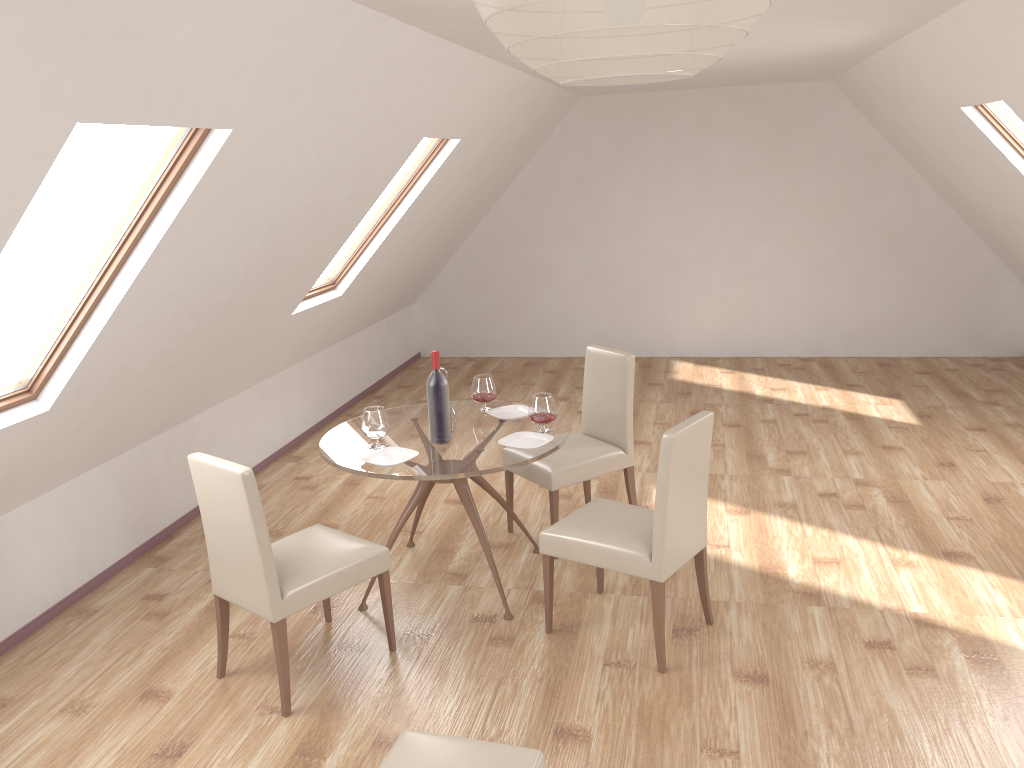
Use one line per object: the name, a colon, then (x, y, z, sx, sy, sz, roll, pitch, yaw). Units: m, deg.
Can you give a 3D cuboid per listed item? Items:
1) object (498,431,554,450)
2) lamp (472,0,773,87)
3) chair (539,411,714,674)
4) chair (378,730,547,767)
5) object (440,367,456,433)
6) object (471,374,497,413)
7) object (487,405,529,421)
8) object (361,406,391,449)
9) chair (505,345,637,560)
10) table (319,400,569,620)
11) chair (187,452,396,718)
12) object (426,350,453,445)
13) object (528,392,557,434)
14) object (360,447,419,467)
object: (0.065, 0.264, 4.054, 0.228, 0.020, 0.228, 7, 17, 34)
lamp: (0.104, -0.549, 0.843, 0.340, 0.497, 0.340, -14, 18, -36)
chair: (0.500, 0.599, 3.797, 0.618, 0.999, 0.477, 8, 18, 36)
chair: (-0.172, 1.276, 2.468, 0.506, 0.394, 0.506, 1, 15, 16)
object: (-0.329, 0.078, 4.251, 0.086, 0.322, 0.096, -9, 15, -23)
object: (-0.147, 0.048, 4.620, 0.136, 0.183, 0.136, -5, 14, -8)
object: (-0.002, 0.150, 4.520, 0.228, 0.020, 0.228, -11, 17, -31)
object: (-0.631, 0.201, 4.112, 0.136, 0.183, 0.136, 9, 18, 38)
chair: (0.327, 0.342, 4.850, 0.618, 0.999, 0.477, -12, 17, -31)
table: (-0.305, 0.608, 4.383, 1.198, 0.770, 1.198, 6, 17, 33)
chair: (-0.892, 0.707, 3.643, 0.477, 0.999, 0.618, 9, 18, 39)
object: (-0.340, 0.060, 4.089, 0.109, 0.435, 0.109, -1, 14, 9)
object: (0.145, 0.139, 4.202, 0.136, 0.183, 0.136, -5, 14, -8)
object: (-0.541, 0.327, 3.925, 0.228, 0.020, 0.228, 8, 18, 37)
